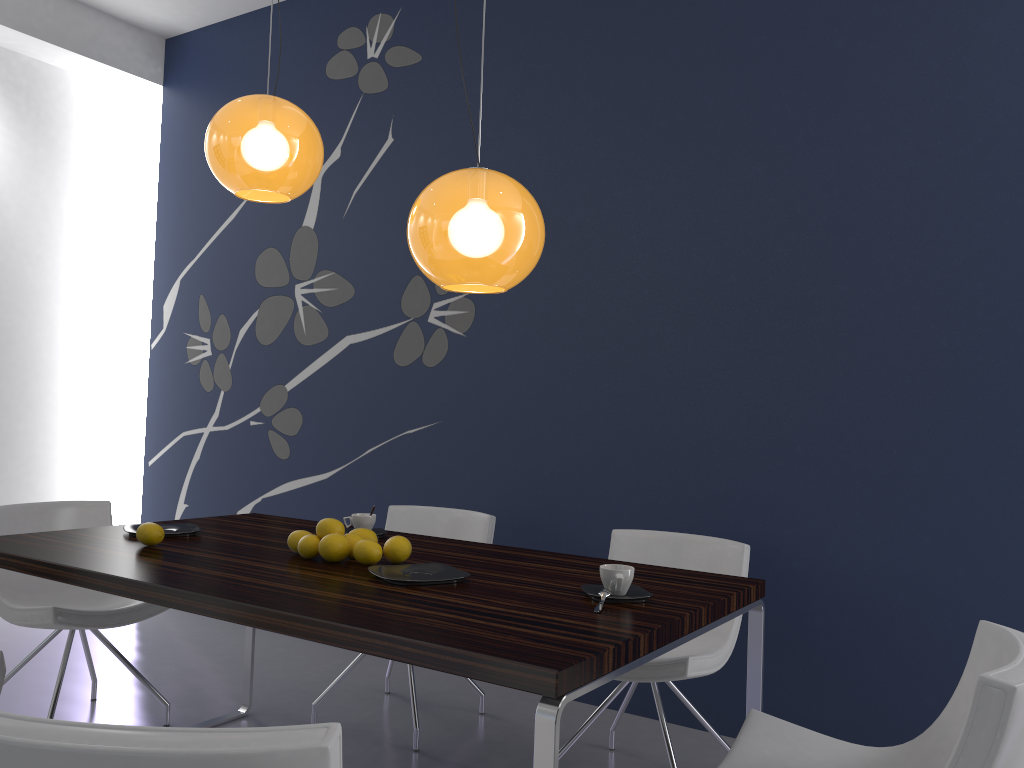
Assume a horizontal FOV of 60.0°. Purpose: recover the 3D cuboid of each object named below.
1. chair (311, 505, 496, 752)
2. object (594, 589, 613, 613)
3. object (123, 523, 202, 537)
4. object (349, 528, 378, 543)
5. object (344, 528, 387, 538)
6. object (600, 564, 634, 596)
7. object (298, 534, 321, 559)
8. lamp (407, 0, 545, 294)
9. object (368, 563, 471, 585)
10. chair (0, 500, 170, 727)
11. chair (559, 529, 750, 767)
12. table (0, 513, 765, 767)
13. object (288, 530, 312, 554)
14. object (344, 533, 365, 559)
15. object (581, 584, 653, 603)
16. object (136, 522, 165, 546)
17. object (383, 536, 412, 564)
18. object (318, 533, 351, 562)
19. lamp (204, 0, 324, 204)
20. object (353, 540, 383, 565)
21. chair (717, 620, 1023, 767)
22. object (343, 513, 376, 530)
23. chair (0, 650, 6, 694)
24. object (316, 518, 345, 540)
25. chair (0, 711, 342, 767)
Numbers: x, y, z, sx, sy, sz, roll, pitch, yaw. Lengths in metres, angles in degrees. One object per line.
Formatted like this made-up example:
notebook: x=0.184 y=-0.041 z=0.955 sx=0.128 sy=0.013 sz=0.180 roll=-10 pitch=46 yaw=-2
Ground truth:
chair: x=-0.412 y=0.914 z=3.513 sx=0.508 sy=0.805 sz=0.620 roll=1 pitch=-2 yaw=28
object: x=0.202 y=0.483 z=1.987 sx=0.032 sy=0.028 sz=0.155 roll=2 pitch=-2 yaw=14
object: x=-1.133 y=0.476 z=2.877 sx=0.232 sy=0.020 sz=0.232 roll=3 pitch=-2 yaw=-28
object: x=-0.438 y=0.459 z=2.590 sx=0.094 sy=0.077 sz=0.079 roll=3 pitch=-2 yaw=-13
object: x=-0.499 y=0.502 z=2.976 sx=0.154 sy=0.020 sz=0.154 roll=3 pitch=-2 yaw=-12
object: x=0.252 y=0.464 z=2.084 sx=0.081 sy=0.064 sz=0.101 roll=3 pitch=-3 yaw=-31
object: x=-0.565 y=0.455 z=2.483 sx=0.070 sy=0.068 sz=0.083 roll=2 pitch=-2 yaw=2
lamp: x=-0.063 y=-1.231 z=2.338 sx=0.359 sy=1.974 sz=0.358 roll=0 pitch=-3 yaw=38
object: x=-0.237 y=0.484 z=2.255 sx=0.232 sy=0.020 sz=0.232 roll=3 pitch=-2 yaw=-28
chair: x=-1.622 y=0.862 z=3.279 sx=0.620 sy=0.805 sz=0.508 roll=1 pitch=-3 yaw=33
chair: x=0.459 y=0.924 z=2.945 sx=0.508 sy=0.805 sz=0.620 roll=1 pitch=-3 yaw=33
table: x=-0.489 y=0.884 z=2.479 sx=2.046 sy=0.783 sz=1.127 roll=1 pitch=-3 yaw=33
object: x=-0.607 y=0.456 z=2.561 sx=0.083 sy=0.068 sz=0.070 roll=0 pitch=-3 yaw=37
object: x=-0.449 y=0.459 z=2.509 sx=0.081 sy=0.071 sz=0.069 roll=2 pitch=-2 yaw=10
object: x=0.246 y=0.495 z=2.091 sx=0.154 sy=0.020 sz=0.154 roll=2 pitch=-2 yaw=-11
object: x=-1.063 y=0.442 z=2.607 sx=0.083 sy=0.068 sz=0.070 roll=0 pitch=-3 yaw=37
object: x=-0.318 y=0.459 z=2.456 sx=0.079 sy=0.077 sz=0.094 roll=2 pitch=-2 yaw=7
object: x=-0.487 y=0.450 z=2.435 sx=0.076 sy=0.080 sz=0.094 roll=1 pitch=-3 yaw=35
lamp: x=-0.745 y=-1.403 z=2.789 sx=0.358 sy=1.645 sz=0.359 roll=0 pitch=-3 yaw=44
object: x=-0.393 y=0.459 z=2.416 sx=0.083 sy=0.068 sz=0.070 roll=0 pitch=-3 yaw=37
chair: x=0.709 y=0.888 z=1.761 sx=0.620 sy=0.805 sz=0.508 roll=1 pitch=-2 yaw=28
object: x=-0.507 y=0.470 z=2.972 sx=0.101 sy=0.064 sz=0.081 roll=3 pitch=-3 yaw=-32
chair: x=-1.555 y=0.818 z=2.042 sx=0.620 sy=0.805 sz=0.508 roll=3 pitch=-2 yaw=-22
object: x=-0.511 y=0.412 z=2.496 sx=0.083 sy=0.068 sz=0.070 roll=0 pitch=-3 yaw=37
chair: x=-0.471 y=0.829 z=1.324 sx=0.508 sy=0.805 sz=0.620 roll=2 pitch=-2 yaw=3
